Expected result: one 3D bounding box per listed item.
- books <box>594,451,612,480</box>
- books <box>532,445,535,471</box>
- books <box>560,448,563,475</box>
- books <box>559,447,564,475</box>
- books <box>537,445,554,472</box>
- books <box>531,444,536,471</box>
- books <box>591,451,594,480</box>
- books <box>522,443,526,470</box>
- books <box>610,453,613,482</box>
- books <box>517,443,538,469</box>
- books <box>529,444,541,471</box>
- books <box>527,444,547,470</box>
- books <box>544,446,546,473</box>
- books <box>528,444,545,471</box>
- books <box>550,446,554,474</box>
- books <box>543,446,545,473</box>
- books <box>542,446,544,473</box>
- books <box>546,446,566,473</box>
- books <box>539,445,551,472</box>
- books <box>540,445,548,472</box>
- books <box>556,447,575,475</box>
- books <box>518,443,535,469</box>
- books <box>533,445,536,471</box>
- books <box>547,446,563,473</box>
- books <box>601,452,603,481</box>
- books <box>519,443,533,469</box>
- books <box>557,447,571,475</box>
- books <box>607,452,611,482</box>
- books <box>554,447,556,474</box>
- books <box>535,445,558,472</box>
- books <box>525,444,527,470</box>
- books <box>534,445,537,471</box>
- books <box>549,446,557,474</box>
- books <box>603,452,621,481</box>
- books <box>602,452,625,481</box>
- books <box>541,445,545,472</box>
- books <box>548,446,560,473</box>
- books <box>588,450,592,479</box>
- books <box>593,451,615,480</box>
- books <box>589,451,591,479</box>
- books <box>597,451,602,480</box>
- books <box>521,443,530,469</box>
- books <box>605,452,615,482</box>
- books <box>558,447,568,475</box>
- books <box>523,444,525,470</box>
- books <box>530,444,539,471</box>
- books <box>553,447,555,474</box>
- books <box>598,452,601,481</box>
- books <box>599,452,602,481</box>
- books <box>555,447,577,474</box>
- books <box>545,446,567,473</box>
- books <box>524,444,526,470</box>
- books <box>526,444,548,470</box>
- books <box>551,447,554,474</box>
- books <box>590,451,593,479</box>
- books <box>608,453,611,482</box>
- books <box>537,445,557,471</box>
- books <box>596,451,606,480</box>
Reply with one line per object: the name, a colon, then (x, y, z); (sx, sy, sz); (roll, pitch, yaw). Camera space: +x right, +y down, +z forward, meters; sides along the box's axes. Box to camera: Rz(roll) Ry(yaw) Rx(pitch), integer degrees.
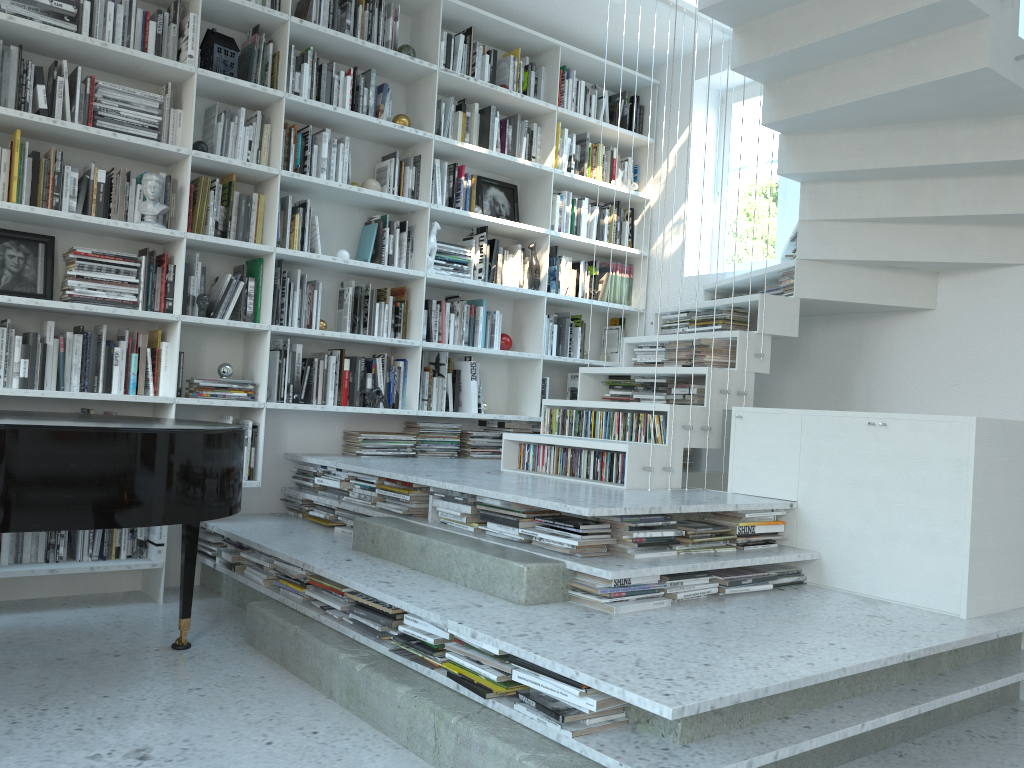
books: (0.409, 0.357, 3.880); (0.125, 0.125, 0.012); (4, -1, -38)
books: (0.150, 0.352, 4.213); (0.125, 0.125, 0.008); (4, -1, -38)
books: (0.273, 0.354, 4.055); (0.125, 0.125, 0.008); (4, -1, -38)
books: (0.269, 0.354, 4.060); (0.125, 0.125, 0.007); (4, -1, -38)
books: (0.174, 0.352, 4.182); (0.125, 0.125, 0.007); (4, -1, -38)
books: (0.145, 0.351, 4.218); (0.125, 0.125, 0.007); (4, -1, -38)
books: (0.399, 0.357, 3.894); (0.125, 0.125, 0.008); (4, -1, -38)
books: (0.101, 0.350, 4.275); (0.125, 0.125, 0.009); (4, -1, -38)
books: (0.471, 0.359, 3.802); (0.125, 0.125, 0.010); (4, -1, -38)
books: (0.080, 0.350, 4.301); (0.125, 0.125, 0.007); (4, -1, -38)
books: (0.135, 0.351, 4.231); (0.125, 0.125, 0.009); (4, -1, -38)
books: (0.125, 0.351, 4.244); (0.125, 0.125, 0.010); (4, -1, -38)
books: (0.201, 0.353, 4.147); (0.125, 0.125, 0.008); (4, -1, -38)
books: (0.130, 0.351, 4.238); (0.125, 0.125, 0.007); (4, -1, -38)
books: (0.230, 0.353, 4.110); (0.125, 0.125, 0.008); (4, -1, -38)
books: (0.196, 0.353, 4.153); (0.125, 0.125, 0.007); (4, -1, -38)
books: (0.192, 0.352, 4.159); (0.125, 0.125, 0.008); (4, -1, -38)
books: (0.211, 0.353, 4.134); (0.125, 0.125, 0.007); (4, -1, -38)
books: (0.178, 0.352, 4.176); (0.125, 0.125, 0.007); (4, -1, -38)
books: (0.183, 0.352, 4.170); (0.125, 0.125, 0.007); (4, -1, -38)
books: (0.254, 0.354, 4.078); (0.125, 0.125, 0.008); (4, -1, -38)
books: (0.085, 0.350, 4.295); (0.125, 0.125, 0.008); (4, -1, -38)
books: (0.154, 0.352, 4.207); (0.125, 0.125, 0.008); (4, -1, -38)
books: (0.216, 0.353, 4.128); (0.125, 0.125, 0.007); (4, -1, -38)
books: (0.435, 0.358, 3.847); (0.125, 0.125, 0.008); (4, -1, -38)
books: (0.090, 0.350, 4.290); (0.125, 0.125, 0.008); (4, -1, -38)
books: (0.259, 0.354, 4.073); (0.125, 0.125, 0.009); (4, -1, -38)
books: (0.457, 0.358, 3.819); (0.125, 0.125, 0.008); (4, -1, -38)
books: (0.245, 0.354, 4.091); (0.125, 0.125, 0.008); (4, -1, -38)
books: (0.164, 0.352, 4.195); (0.125, 0.125, 0.008); (4, -1, -38)
books: (0.115, 0.351, 4.257); (0.125, 0.125, 0.008); (4, -1, -38)
books: (0.159, 0.352, 4.201); (0.125, 0.125, 0.008); (4, -1, -38)
books: (0.226, 0.353, 4.116); (0.125, 0.125, 0.008); (4, -1, -38)
books: (0.446, 0.358, 3.834); (0.125, 0.125, 0.010); (4, -1, -38)
books: (0.440, 0.358, 3.841); (0.125, 0.125, 0.008); (4, -1, -38)
books: (0.187, 0.352, 4.164); (0.125, 0.125, 0.008); (4, -1, -38)
books: (0.221, 0.353, 4.122); (0.125, 0.125, 0.008); (4, -1, -38)
books: (0.384, 0.357, 3.912); (0.125, 0.125, 0.011); (4, -1, -38)
books: (0.404, 0.357, 3.887); (0.125, 0.125, 0.010); (4, -1, -38)
books: (0.389, 0.357, 3.907); (0.125, 0.125, 0.011); (4, -1, -38)
books: (0.421, 0.358, 3.865); (0.125, 0.125, 0.007); (4, -1, -38)
books: (0.095, 0.350, 4.282); (0.125, 0.125, 0.010); (4, -1, -38)
books: (0.452, 0.358, 3.825); (0.125, 0.125, 0.010); (4, -1, -38)
books: (0.264, 0.354, 4.066); (0.125, 0.125, 0.008); (4, -1, -38)
books: (0.106, 0.351, 4.269); (0.125, 0.125, 0.007); (4, -1, -38)
books: (0.140, 0.351, 4.225); (0.125, 0.125, 0.009); (4, -1, -38)
books: (0.240, 0.354, 4.097); (0.125, 0.125, 0.008); (4, -1, -38)
books: (0.426, 0.358, 3.859); (0.125, 0.125, 0.007); (4, -1, -38)
books: (0.430, 0.358, 3.853); (0.125, 0.125, 0.007); (4, -1, -38)
books: (0.249, 0.354, 4.085); (0.125, 0.125, 0.008); (4, -1, -38)
books: (0.206, 0.353, 4.140); (0.125, 0.125, 0.009); (4, -1, -38)
books: (0.111, 0.351, 4.263); (0.125, 0.125, 0.007); (4, -1, -38)
books: (0.120, 0.351, 4.251); (0.125, 0.125, 0.008); (4, -1, -38)
books: (0.235, 0.353, 4.104); (0.125, 0.125, 0.007); (4, -1, -38)
books: (0.394, 0.357, 3.900); (0.125, 0.125, 0.008); (4, -1, -38)
books: (0.464, 0.359, 3.811); (0.125, 0.125, 0.012); (4, -1, -38)
books: (0.169, 0.352, 4.188); (0.125, 0.125, 0.008); (4, -1, -38)
books: (0.416, 0.358, 3.872); (0.125, 0.125, 0.008); (4, -1, -38)
